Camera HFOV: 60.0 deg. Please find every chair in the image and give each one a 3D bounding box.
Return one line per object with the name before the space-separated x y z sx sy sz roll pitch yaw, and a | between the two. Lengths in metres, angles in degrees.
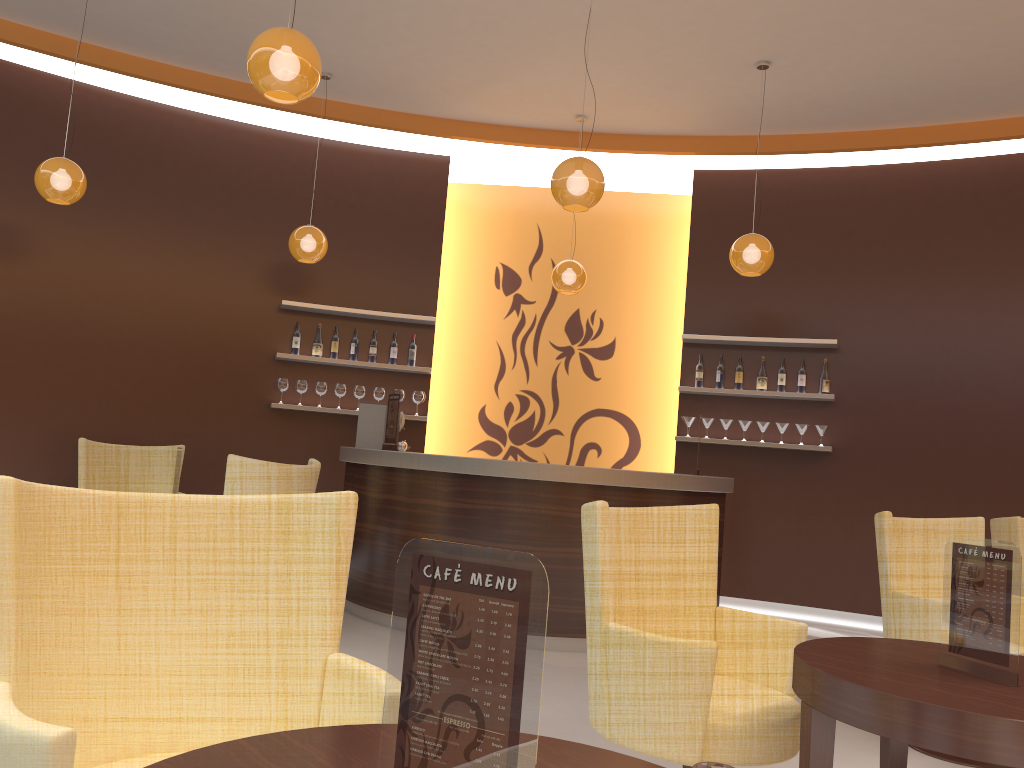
chair | -2.656 0.912 6.173 0.729 1.017 0.685 8 -6 -37
chair | -1.509 0.912 5.059 0.685 1.017 0.729 2 -5 24
chair | 0.534 0.882 2.696 0.685 1.017 0.729 0 -6 43
chair | 1.994 1.106 3.979 0.729 1.017 0.685 7 -5 -27
chair | -0.583 0.703 1.622 0.729 1.017 0.685 9 -6 -40
chair | 3.215 1.312 5.271 0.685 1.017 0.729 0 -6 43

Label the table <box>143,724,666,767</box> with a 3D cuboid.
table | -0.101 0.859 0.984 0.874 0.679 0.872 4 -5 3

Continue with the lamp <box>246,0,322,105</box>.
lamp | -0.880 -1.911 3.675 0.299 1.500 0.299 8 -6 -33

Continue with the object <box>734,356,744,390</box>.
object | 1.925 -0.086 7.505 0.073 0.297 0.073 0 -7 44

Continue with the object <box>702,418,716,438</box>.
object | 1.657 0.379 7.532 0.137 0.174 0.137 4 -5 11

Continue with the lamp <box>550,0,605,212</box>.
lamp | 0.410 -1.704 4.914 0.299 1.500 0.299 2 -5 24

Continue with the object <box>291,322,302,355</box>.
object | -1.839 -0.384 7.578 0.073 0.297 0.073 8 -6 -34

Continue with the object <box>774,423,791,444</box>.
object | 2.241 0.414 7.361 0.137 0.174 0.137 3 -5 21

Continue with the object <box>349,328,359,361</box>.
object | -1.366 -0.335 7.709 0.073 0.297 0.073 8 -6 -34

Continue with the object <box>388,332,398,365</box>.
object | -1.036 -0.304 7.763 0.073 0.297 0.073 0 -6 43

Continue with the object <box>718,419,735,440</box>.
object | 1.807 0.388 7.495 0.137 0.174 0.137 3 -5 21

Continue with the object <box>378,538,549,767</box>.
object | -0.061 0.355 1.026 0.209 0.335 0.042 2 -5 29

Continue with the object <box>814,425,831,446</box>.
object | 2.535 0.429 7.257 0.137 0.174 0.137 3 -5 21

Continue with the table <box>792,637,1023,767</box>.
table | 1.125 1.056 2.162 0.874 0.679 0.872 5 -5 -7

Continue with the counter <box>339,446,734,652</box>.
counter | 0.126 1.081 5.997 2.917 1.100 1.586 5 -5 1

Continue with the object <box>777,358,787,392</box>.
object | 2.254 -0.068 7.402 0.073 0.297 0.073 5 -5 -6

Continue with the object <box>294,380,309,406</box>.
object | -1.801 0.080 7.571 0.125 0.221 0.125 6 -5 -19

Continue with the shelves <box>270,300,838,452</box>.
shelves | 0.324 -0.059 7.552 4.744 0.902 0.586 4 -5 3

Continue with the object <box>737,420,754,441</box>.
object | 1.954 0.398 7.449 0.137 0.174 0.137 3 -5 21

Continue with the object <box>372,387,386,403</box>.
object | -1.161 0.144 7.710 0.125 0.221 0.125 6 -5 -19

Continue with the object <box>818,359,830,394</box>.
object | 2.569 -0.057 7.289 0.086 0.303 0.086 7 -5 -29

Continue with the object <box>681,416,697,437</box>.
object | 1.507 0.370 7.570 0.137 0.174 0.137 4 -5 11

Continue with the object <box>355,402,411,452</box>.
object | -0.951 0.325 6.672 0.373 0.340 0.270 5 -5 1

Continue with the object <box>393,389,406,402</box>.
object | -0.994 0.160 7.739 0.125 0.221 0.125 6 -5 -19

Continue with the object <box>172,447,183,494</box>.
object | -2.114 0.568 5.598 0.042 0.335 0.209 7 -5 -30

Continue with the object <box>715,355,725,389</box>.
object | 1.774 -0.095 7.543 0.073 0.297 0.073 5 -5 -6

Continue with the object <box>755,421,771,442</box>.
object | 2.095 0.406 7.410 0.137 0.174 0.137 3 -5 21

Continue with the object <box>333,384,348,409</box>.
object | -1.484 0.112 7.647 0.125 0.221 0.125 6 -5 -19

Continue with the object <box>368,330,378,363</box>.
object | -1.208 -0.320 7.735 0.073 0.297 0.073 8 -6 -34

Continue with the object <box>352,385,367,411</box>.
object | -1.325 0.128 7.681 0.125 0.221 0.125 6 -5 -19

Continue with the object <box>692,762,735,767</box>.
object | 0.199 0.459 0.879 0.067 0.148 0.067 6 -5 -19

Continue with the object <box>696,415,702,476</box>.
object | 1.292 0.423 6.112 0.052 0.414 0.258 3 -5 15

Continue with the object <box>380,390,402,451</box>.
object | -0.825 0.251 6.106 0.052 0.414 0.258 7 -5 -30

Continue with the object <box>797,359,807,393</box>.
object | 2.404 -0.060 7.350 0.073 0.297 0.073 5 -5 -6

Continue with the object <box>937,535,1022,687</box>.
object | 1.159 0.551 2.197 0.042 0.335 0.209 7 -5 -26

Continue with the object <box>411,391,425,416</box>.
object | -0.825 0.174 7.752 0.125 0.221 0.125 6 -5 -19

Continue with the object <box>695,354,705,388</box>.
object | 1.607 -0.105 7.581 0.073 0.297 0.073 5 -5 -6

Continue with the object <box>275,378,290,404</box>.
object | -1.952 0.064 7.526 0.125 0.221 0.125 6 -5 -19

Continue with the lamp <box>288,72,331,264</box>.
lamp | -1.531 -1.694 6.932 0.299 1.500 0.299 2 -5 25

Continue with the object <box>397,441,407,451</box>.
object | -0.800 0.452 6.462 0.075 0.077 0.075 3 -5 15

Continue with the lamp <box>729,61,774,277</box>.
lamp | 1.699 -1.497 6.153 0.299 1.500 0.299 7 -5 -26

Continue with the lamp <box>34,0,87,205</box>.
lamp | -2.821 -1.901 5.693 0.299 1.500 0.299 2 -5 24

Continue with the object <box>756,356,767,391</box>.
object | 2.106 -0.080 7.459 0.086 0.303 0.086 2 -5 30

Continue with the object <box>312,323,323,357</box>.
object | -1.668 -0.370 7.644 0.086 0.303 0.086 2 -5 25

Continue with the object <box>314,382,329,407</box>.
object | -1.643 0.097 7.612 0.125 0.221 0.125 6 -5 -19

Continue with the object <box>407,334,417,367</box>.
object | -0.873 -0.289 7.784 0.073 0.297 0.073 8 -6 -34

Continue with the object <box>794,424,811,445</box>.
object | 2.388 0.421 7.308 0.137 0.174 0.137 6 -5 -19

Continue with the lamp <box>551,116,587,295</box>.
lamp | 0.520 -1.491 7.378 0.299 1.500 0.299 7 -5 -26

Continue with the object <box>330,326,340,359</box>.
object | -1.529 -0.351 7.674 0.073 0.297 0.073 3 -5 16
